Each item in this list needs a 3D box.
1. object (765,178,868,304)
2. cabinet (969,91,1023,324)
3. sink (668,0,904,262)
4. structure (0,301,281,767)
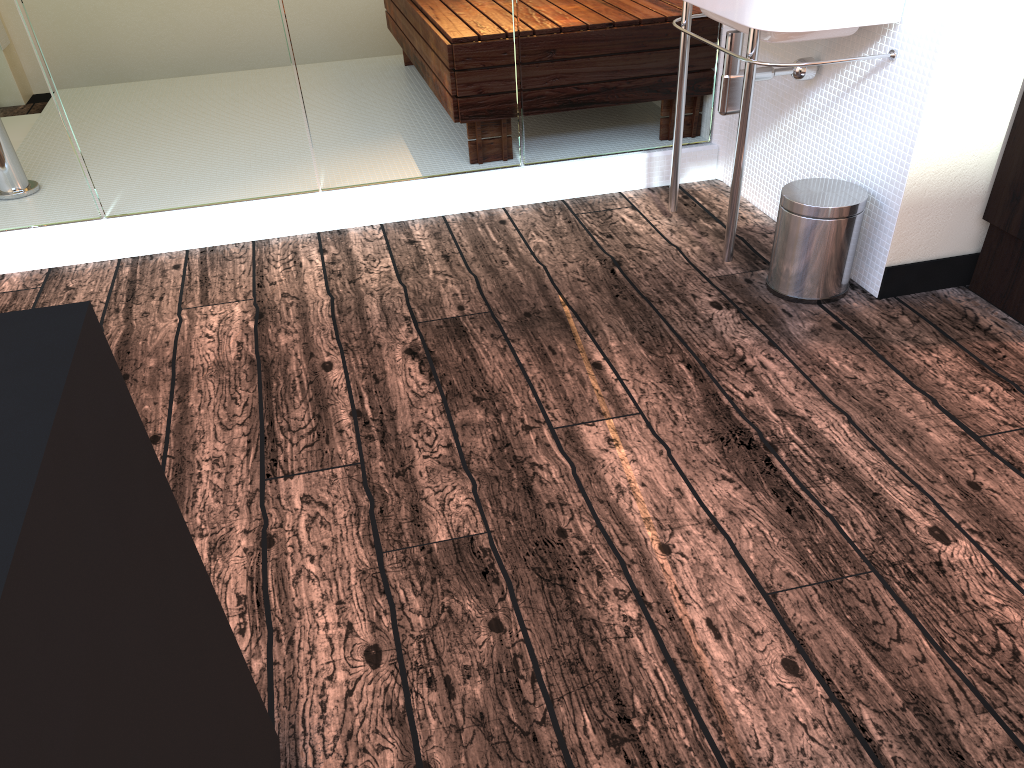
[{"bbox_3d":[0.818,-0.429,2.392,0.221,0.312,0.220,26,46,33],"label":"object"},{"bbox_3d":[2.156,-0.733,2.159,1.853,0.941,0.379,-11,37,-9],"label":"cabinet"},{"bbox_3d":[0.685,-0.851,2.493,0.345,0.800,0.669,-11,37,-10],"label":"sink"},{"bbox_3d":[-0.659,0.576,0.697,0.799,0.877,0.854,-11,37,-10],"label":"structure"}]
